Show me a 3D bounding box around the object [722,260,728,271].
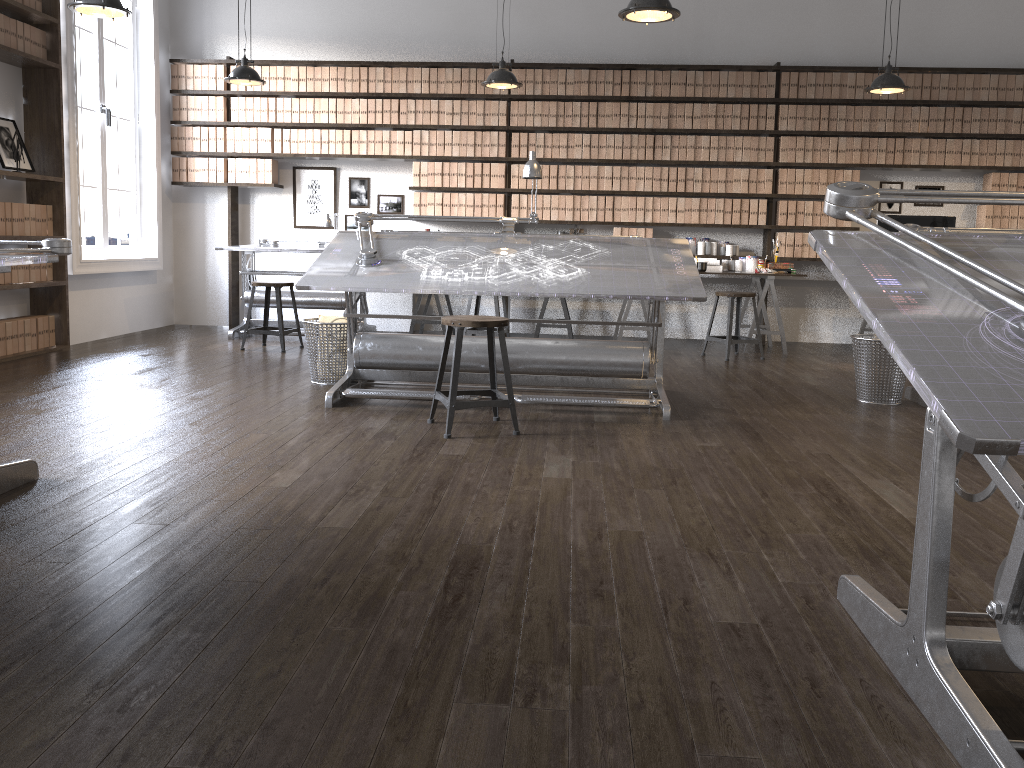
[{"bbox_3d":[1.877,-1.045,7.797,0.062,0.094,0.062,8,10,44],"label":"object"}]

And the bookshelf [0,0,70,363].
[{"bbox_3d":[-3.564,-1.203,5.278,0.412,3.702,2.488,2,7,4],"label":"bookshelf"}]

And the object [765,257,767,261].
[{"bbox_3d":[2.191,-1.047,7.684,0.040,0.129,0.005,2,6,2],"label":"object"}]

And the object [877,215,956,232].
[{"bbox_3d":[3.426,-1.178,7.571,0.643,0.515,0.205,2,7,4],"label":"object"}]

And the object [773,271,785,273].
[{"bbox_3d":[2.259,-0.946,7.473,0.171,0.017,0.011,-3,8,-27],"label":"object"}]

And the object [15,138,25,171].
[{"bbox_3d":[-3.393,-1.573,6.100,0.040,0.260,0.111,2,7,4],"label":"object"}]

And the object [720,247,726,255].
[{"bbox_3d":[1.893,-1.189,7.943,0.054,0.081,0.054,1,7,-6],"label":"object"}]

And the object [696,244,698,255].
[{"bbox_3d":[1.687,-1.207,7.975,0.054,0.101,0.054,4,7,20],"label":"object"}]

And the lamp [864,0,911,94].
[{"bbox_3d":[2.730,-3.224,6.259,0.311,2.240,0.314,5,7,28],"label":"lamp"}]

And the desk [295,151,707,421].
[{"bbox_3d":[-0.137,-0.616,4.942,2.280,1.379,1.083,2,7,4],"label":"desk"}]

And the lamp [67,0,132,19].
[{"bbox_3d":[-2.138,-3.067,4.535,0.311,2.240,0.314,0,7,-16],"label":"lamp"}]

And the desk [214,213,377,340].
[{"bbox_3d":[-1.798,-0.970,7.803,1.269,1.091,1.078,2,8,4],"label":"desk"}]

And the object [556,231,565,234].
[{"bbox_3d":[0.445,-1.306,8.137,0.079,0.187,0.079,-1,7,-17],"label":"object"}]

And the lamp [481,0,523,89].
[{"bbox_3d":[-0.048,-3.322,6.446,0.311,2.240,0.314,0,7,-16],"label":"lamp"}]

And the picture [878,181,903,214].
[{"bbox_3d":[3.394,-1.672,7.947,0.201,0.283,0.022,2,6,3],"label":"picture"}]

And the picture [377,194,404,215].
[{"bbox_3d":[-1.133,-1.676,8.266,0.251,0.182,0.023,2,6,4],"label":"picture"}]

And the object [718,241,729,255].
[{"bbox_3d":[1.915,-1.225,8.024,0.094,0.129,0.095,0,7,-9],"label":"object"}]

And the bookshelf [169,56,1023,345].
[{"bbox_3d":[1.453,-1.264,8.045,9.177,3.190,0.375,2,6,4],"label":"bookshelf"}]

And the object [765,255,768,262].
[{"bbox_3d":[2.200,-1.046,7.688,0.033,0.147,0.005,2,6,3],"label":"object"}]

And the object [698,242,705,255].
[{"bbox_3d":[1.684,-1.206,7.887,0.062,0.118,0.062,-2,8,-28],"label":"object"}]

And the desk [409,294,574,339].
[{"bbox_3d":[-0.171,-0.701,7.748,1.668,0.666,0.660,2,8,4],"label":"desk"}]

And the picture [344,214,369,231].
[{"bbox_3d":[-1.445,-1.497,8.308,0.251,0.182,0.023,2,6,4],"label":"picture"}]

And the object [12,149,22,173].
[{"bbox_3d":[-3.340,-1.503,5.972,0.040,0.165,0.067,2,7,4],"label":"object"}]

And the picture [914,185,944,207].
[{"bbox_3d":[3.728,-1.680,7.921,0.251,0.182,0.023,2,6,4],"label":"picture"}]

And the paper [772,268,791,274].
[{"bbox_3d":[2.284,-0.957,7.501,0.155,0.038,0.138,4,9,18],"label":"paper"}]

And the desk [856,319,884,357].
[{"bbox_3d":[3.724,-0.563,7.486,1.668,0.666,0.660,2,8,4],"label":"desk"}]

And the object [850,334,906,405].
[{"bbox_3d":[2.136,-0.083,5.128,0.353,0.376,0.354,5,8,25],"label":"object"}]

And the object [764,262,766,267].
[{"bbox_3d":[2.174,-1.015,7.698,0.060,0.088,0.060,2,7,8],"label":"object"}]

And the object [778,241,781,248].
[{"bbox_3d":[2.287,-1.144,7.648,0.008,0.185,0.072,-4,9,-43],"label":"object"}]

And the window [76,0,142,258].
[{"bbox_3d":[-3.336,-2.156,7.184,0.153,2.296,1.252,2,7,4],"label":"window"}]

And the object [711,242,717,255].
[{"bbox_3d":[1.807,-1.213,7.948,0.062,0.118,0.062,-2,8,-28],"label":"object"}]

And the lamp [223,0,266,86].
[{"bbox_3d":[-1.990,-3.390,6.572,0.311,2.240,0.314,0,7,-16],"label":"lamp"}]

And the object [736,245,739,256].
[{"bbox_3d":[2.013,-1.202,7.972,0.062,0.095,0.062,6,9,35],"label":"object"}]

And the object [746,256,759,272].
[{"bbox_3d":[2.081,-1.040,7.676,0.105,0.141,0.104,3,7,11],"label":"object"}]

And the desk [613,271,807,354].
[{"bbox_3d":[1.589,-0.639,7.630,1.668,0.666,0.660,2,8,4],"label":"desk"}]

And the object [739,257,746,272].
[{"bbox_3d":[2.041,-1.052,7.786,0.095,0.127,0.094,1,7,0],"label":"object"}]

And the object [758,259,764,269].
[{"bbox_3d":[2.144,-1.018,7.634,0.049,0.111,0.049,2,7,7],"label":"object"}]

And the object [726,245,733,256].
[{"bbox_3d":[1.930,-1.186,7.863,0.062,0.095,0.062,6,9,35],"label":"object"}]

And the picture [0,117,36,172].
[{"bbox_3d":[-3.493,-1.668,6.149,0.161,0.362,0.345,2,8,4],"label":"picture"}]

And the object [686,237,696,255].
[{"bbox_3d":[1.609,-1.239,7.980,0.095,0.161,0.094,1,7,0],"label":"object"}]

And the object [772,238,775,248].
[{"bbox_3d":[2.269,-1.156,7.650,0.055,0.213,0.007,3,6,10],"label":"object"}]

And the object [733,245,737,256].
[{"bbox_3d":[1.974,-1.193,7.914,0.063,0.094,0.063,6,9,35],"label":"object"}]

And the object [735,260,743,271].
[{"bbox_3d":[1.972,-1.027,7.699,0.062,0.094,0.062,-4,9,-36],"label":"object"}]

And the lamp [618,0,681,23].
[{"bbox_3d":[0.719,-2.966,4.343,0.311,2.240,0.314,4,7,24],"label":"lamp"}]

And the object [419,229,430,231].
[{"bbox_3d":[-0.798,-1.326,8.069,0.106,0.176,0.108,2,7,5],"label":"object"}]

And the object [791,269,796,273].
[{"bbox_3d":[2.399,-0.964,7.556,0.049,0.037,0.049,2,8,7],"label":"object"}]

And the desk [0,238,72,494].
[{"bbox_3d":[-2.210,-0.220,2.777,1.269,1.182,1.179,2,8,4],"label":"desk"}]

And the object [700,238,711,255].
[{"bbox_3d":[1.738,-1.236,7.983,0.094,0.161,0.206,2,8,5],"label":"object"}]

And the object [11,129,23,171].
[{"bbox_3d":[-3.369,-1.582,6.027,0.040,0.302,0.119,2,7,4],"label":"object"}]

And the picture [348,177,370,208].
[{"bbox_3d":[-1.428,-1.787,8.277,0.201,0.283,0.022,2,6,3],"label":"picture"}]

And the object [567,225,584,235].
[{"bbox_3d":[0.583,-1.337,8.045,0.181,0.270,0.157,0,7,-12],"label":"object"}]

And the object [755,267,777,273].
[{"bbox_3d":[2.151,-0.962,7.488,0.197,0.050,0.133,-3,10,-25],"label":"object"}]

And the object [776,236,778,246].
[{"bbox_3d":[2.289,-1.166,7.663,0.007,0.227,0.020,6,8,35],"label":"object"}]

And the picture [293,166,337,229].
[{"bbox_3d":[-1.846,-1.743,8.300,0.415,0.571,0.040,2,6,4],"label":"picture"}]

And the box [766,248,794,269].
[{"bbox_3d":[2.312,-1.068,7.643,0.212,0.206,0.138,2,7,4],"label":"box"}]

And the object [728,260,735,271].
[{"bbox_3d":[1.920,-1.036,7.746,0.063,0.093,0.063,8,10,44],"label":"object"}]
